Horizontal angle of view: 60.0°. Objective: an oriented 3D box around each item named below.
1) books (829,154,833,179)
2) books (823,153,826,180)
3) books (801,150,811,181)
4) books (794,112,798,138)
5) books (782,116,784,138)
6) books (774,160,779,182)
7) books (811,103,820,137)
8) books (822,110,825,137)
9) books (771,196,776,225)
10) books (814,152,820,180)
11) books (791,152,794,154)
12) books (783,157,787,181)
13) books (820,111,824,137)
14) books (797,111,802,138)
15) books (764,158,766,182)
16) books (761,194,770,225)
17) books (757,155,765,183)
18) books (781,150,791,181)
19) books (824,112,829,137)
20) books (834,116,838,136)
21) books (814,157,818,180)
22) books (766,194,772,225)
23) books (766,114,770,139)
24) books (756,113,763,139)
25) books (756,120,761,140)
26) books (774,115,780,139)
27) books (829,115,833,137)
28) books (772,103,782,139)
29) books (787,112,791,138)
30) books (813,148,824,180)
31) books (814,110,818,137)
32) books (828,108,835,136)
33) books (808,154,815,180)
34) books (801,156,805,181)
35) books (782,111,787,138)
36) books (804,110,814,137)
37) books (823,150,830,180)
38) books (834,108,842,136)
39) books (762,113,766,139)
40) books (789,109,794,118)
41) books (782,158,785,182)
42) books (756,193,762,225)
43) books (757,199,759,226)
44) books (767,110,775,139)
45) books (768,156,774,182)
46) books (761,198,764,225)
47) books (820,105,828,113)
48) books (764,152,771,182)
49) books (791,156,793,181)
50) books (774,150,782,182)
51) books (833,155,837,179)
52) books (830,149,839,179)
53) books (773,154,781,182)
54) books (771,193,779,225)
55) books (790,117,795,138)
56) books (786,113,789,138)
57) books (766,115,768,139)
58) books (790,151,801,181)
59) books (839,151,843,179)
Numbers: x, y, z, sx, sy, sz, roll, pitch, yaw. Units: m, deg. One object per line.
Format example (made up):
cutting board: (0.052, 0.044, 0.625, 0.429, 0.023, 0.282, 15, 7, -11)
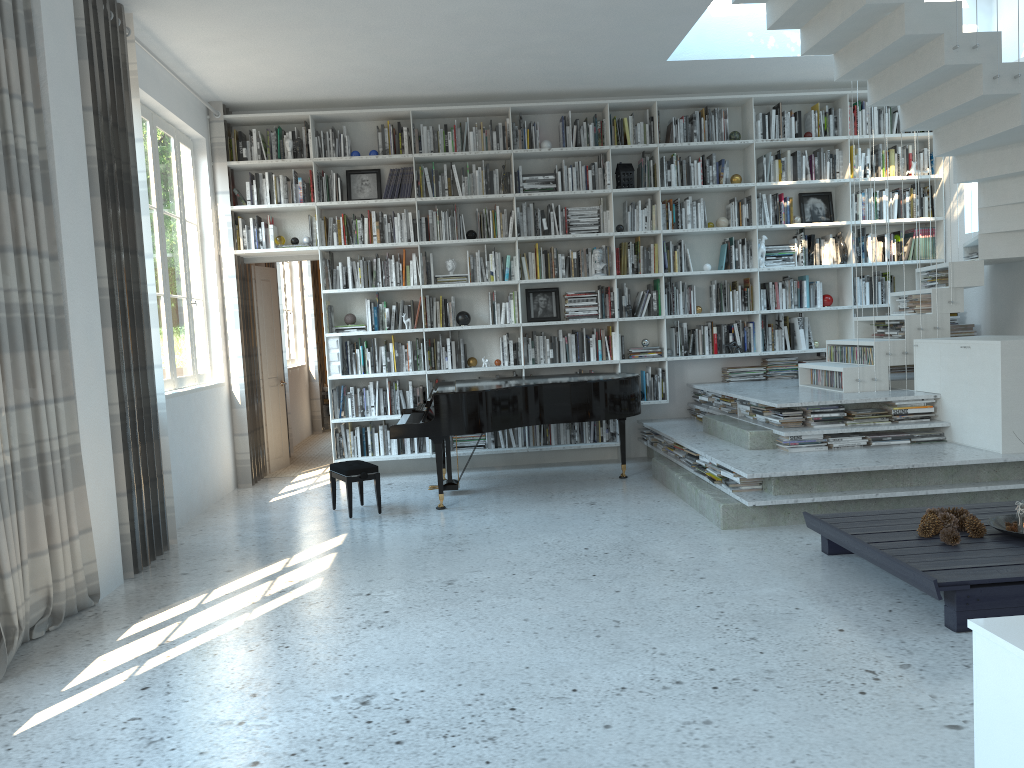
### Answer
books: (2.815, -1.915, 7.909, 0.030, 0.241, 0.162, -3, 4, -3)
books: (2.758, -1.916, 7.907, 0.011, 0.249, 0.151, -3, 4, -3)
books: (2.611, -1.925, 7.908, 0.048, 0.283, 0.162, -3, 4, -3)
books: (2.503, -2.272, 7.881, 0.012, 0.254, 0.160, -3, 4, -3)
books: (2.372, -2.248, 7.876, 0.030, 0.221, 0.133, -3, 4, -3)
books: (2.324, -1.870, 7.875, 0.025, 0.208, 0.175, -3, 4, -3)
books: (2.697, -2.315, 7.874, 0.007, 0.321, 0.165, -3, 4, -3)
books: (2.746, -2.287, 7.894, 0.017, 0.257, 0.146, -3, 4, -3)
books: (2.314, -1.535, 7.933, 0.043, 0.269, 0.131, -3, 4, -3)
books: (2.705, -1.920, 7.907, 0.023, 0.264, 0.156, -3, 4, -3)
books: (2.521, -1.921, 7.908, 0.012, 0.285, 0.159, -3, 4, -3)
books: (2.413, -1.891, 7.907, 0.024, 0.236, 0.146, -3, 4, -3)
books: (2.723, -2.281, 7.878, 0.031, 0.249, 0.164, -3, 4, -3)
books: (2.524, -2.274, 7.870, 0.030, 0.258, 0.164, -3, 4, -3)
books: (2.226, -1.880, 7.883, 0.013, 0.237, 0.141, -3, 4, -3)
books: (2.245, -1.540, 7.912, 0.065, 0.289, 0.145, -3, 4, -3)
books: (2.213, -1.888, 7.884, 0.012, 0.254, 0.160, -3, 4, -3)
books: (2.438, -1.917, 7.885, 0.026, 0.288, 0.156, -3, 4, -3)
books: (2.765, -2.276, 7.874, 0.018, 0.235, 0.186, -3, 4, -3)
books: (2.861, -2.271, 7.910, 0.031, 0.211, 0.131, -3, 4, -3)
books: (2.680, -1.895, 7.898, 0.031, 0.217, 0.165, -3, 4, -3)
books: (2.287, -1.541, 7.921, 0.012, 0.285, 0.159, -3, 4, -3)
books: (2.251, -2.255, 7.870, 0.027, 0.250, 0.140, -3, 4, -3)
books: (2.175, -2.250, 7.845, 0.025, 0.251, 0.177, -3, 4, -3)
books: (2.154, -2.214, 7.835, 0.022, 0.182, 0.189, -3, 4, -3)
books: (2.329, -2.249, 7.860, 0.030, 0.231, 0.148, -3, 4, -3)
books: (2.808, -2.266, 7.883, 0.029, 0.210, 0.169, -3, 4, -3)
books: (2.349, -2.301, 7.847, 0.014, 0.332, 0.180, -3, 4, -3)
books: (2.433, -2.267, 7.868, 0.021, 0.254, 0.151, -3, 4, -3)
books: (2.727, -1.936, 7.893, 0.022, 0.295, 0.180, -3, 4, -3)
books: (2.670, -2.279, 7.876, 0.016, 0.252, 0.188, -3, 4, -3)
books: (2.832, -2.303, 7.900, 0.025, 0.279, 0.136, -3, 4, -3)
books: (2.644, -1.904, 7.888, 0.014, 0.240, 0.189, -3, 4, -3)
books: (2.559, -1.894, 7.880, 0.030, 0.230, 0.187, -3, 4, -3)
books: (2.394, -2.268, 7.856, 0.014, 0.262, 0.168, -3, 4, -3)
books: (2.637, -2.279, 7.865, 0.019, 0.256, 0.169, -3, 4, -3)
books: (2.782, -1.928, 7.899, 0.036, 0.272, 0.177, -3, 4, -3)
books: (2.889, -2.297, 7.888, 0.026, 0.263, 0.163, -3, 4, -3)
books: (2.202, -2.247, 7.842, 0.026, 0.242, 0.184, -3, 4, -3)
books: (2.472, -2.283, 7.882, 0.012, 0.279, 0.153, -3, 4, -3)
books: (2.387, -1.882, 7.891, 0.030, 0.224, 0.157, -3, 4, -3)
books: (2.194, -1.543, 7.912, 0.015, 0.301, 0.140, -3, 4, -3)
books: (2.172, -1.519, 7.926, 0.030, 0.254, 0.128, -3, 4, -3)
books: (2.288, -2.271, 7.854, 0.048, 0.278, 0.150, -3, 4, -3)
books: (2.296, -1.891, 7.895, 0.026, 0.251, 0.130, -3, 4, -3)
books: (2.208, -1.517, 7.906, 0.011, 0.248, 0.155, -3, 4, -3)
books: (2.781, -2.310, 7.893, 0.020, 0.299, 0.131, -3, 4, -3)
books: (2.257, -1.904, 7.883, 0.051, 0.282, 0.166, -3, 4, -3)
books: (2.464, -1.894, 7.898, 0.025, 0.238, 0.142, -3, 4, -3)
books: (2.365, -1.917, 7.888, 0.011, 0.296, 0.162, -3, 4, -3)
books: (2.854, -1.914, 7.921, 0.022, 0.234, 0.158, -3, 4, -3)
books: (2.877, -1.940, 7.917, 0.026, 0.284, 0.147, -3, 4, -3)
books: (2.348, -1.898, 7.880, 0.026, 0.261, 0.167, -3, 4, -3)
books: (2.343, -1.545, 7.910, 0.012, 0.288, 0.176, -3, 4, -3)
books: (2.458, -2.242, 7.857, 0.024, 0.202, 0.190, -3, 4, -3)
books: (2.413, -2.257, 7.859, 0.022, 0.236, 0.172, -3, 4, -3)
books: (2.227, -2.244, 7.852, 0.024, 0.231, 0.168, -3, 4, -3)
books: (2.494, -1.906, 7.847, 0.032, 0.265, 0.245, -3, 4, -3)
books: (2.906, -1.932, 7.917, 0.031, 0.265, 0.169, -3, 4, -3)
